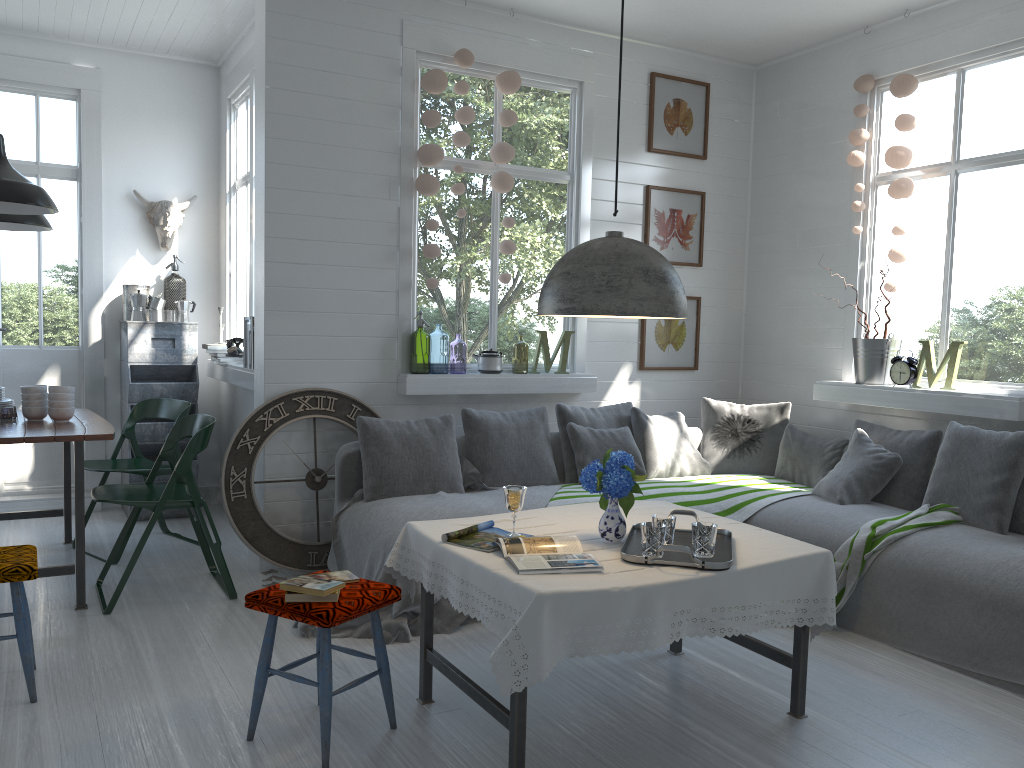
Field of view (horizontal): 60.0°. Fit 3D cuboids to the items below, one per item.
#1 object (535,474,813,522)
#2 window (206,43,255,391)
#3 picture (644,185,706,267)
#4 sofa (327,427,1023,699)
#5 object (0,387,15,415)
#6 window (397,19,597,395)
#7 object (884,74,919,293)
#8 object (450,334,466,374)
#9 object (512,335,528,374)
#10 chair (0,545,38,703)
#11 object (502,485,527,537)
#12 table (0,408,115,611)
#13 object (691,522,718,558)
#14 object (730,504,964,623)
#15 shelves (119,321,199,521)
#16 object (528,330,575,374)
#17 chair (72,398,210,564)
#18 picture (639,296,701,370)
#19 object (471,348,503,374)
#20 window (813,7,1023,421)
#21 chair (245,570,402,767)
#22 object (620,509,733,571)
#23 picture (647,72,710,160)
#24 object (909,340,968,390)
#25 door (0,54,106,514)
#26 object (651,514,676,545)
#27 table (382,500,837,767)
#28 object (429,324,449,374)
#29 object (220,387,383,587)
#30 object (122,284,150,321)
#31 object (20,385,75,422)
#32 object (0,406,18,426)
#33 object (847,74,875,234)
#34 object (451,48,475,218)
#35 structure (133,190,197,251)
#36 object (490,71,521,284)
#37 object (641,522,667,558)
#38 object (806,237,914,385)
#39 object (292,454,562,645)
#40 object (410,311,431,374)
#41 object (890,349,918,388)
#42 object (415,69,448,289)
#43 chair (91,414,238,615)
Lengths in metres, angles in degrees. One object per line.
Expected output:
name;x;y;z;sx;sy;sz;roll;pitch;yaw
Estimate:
object;0.570;0.891;5.471;3.164;0.474;1.042;0;4;-28
window;-1.908;-1.203;6.386;0.254;2.401;1.870;-1;5;-29
picture;1.255;-1.209;6.829;0.555;0.581;0.036;-1;5;-29
sofa;1.161;0.879;4.729;3.394;0.900;3.403;-1;4;-29
object;-3.099;0.116;5.215;0.305;0.195;0.300;2;4;7
window;-0.064;-1.137;6.088;1.482;2.401;0.253;-1;5;-29
object;2.550;-1.320;5.851;0.196;1.428;0.200;2;5;12
object;-0.363;-0.201;5.975;0.111;0.270;0.110;1;4;-11
object;0.059;-0.205;6.218;0.111;0.270;0.110;1;4;-11
chair;-2.153;0.982;3.586;0.419;0.563;0.419;-1;5;-29
object;0.009;0.499;3.470;0.098;0.192;0.098;1;4;-9
table;-2.995;0.674;5.154;1.171;0.931;1.693;-1;4;-31
object;0.704;0.572;3.250;0.095;0.120;0.095;1;4;-5
object;1.886;0.867;4.822;1.580;0.834;0.621;1;4;-4
shelves;-2.791;0.267;7.011;0.513;1.517;0.678;-1;5;-29
object;0.283;-0.226;6.333;0.330;0.311;0.052;0;5;-19
chair;-2.488;0.617;5.939;0.651;1.008;0.730;5;6;41
picture;1.235;-0.397;6.894;0.555;0.581;0.036;-1;5;-29
object;-0.156;-0.160;6.113;0.208;0.174;0.186;5;5;42
window;2.678;-1.037;5.617;0.378;2.401;1.480;-1;5;-29
chair;-0.700;1.037;3.305;0.419;0.563;0.419;4;5;31
object;0.638;0.586;3.385;0.398;0.092;0.650;2;4;13
picture;1.277;-2.036;6.764;0.555;0.581;0.036;-1;5;-29
object;2.705;-0.118;5.631;0.052;0.311;0.330;-2;5;-39
door;-3.954;-0.723;6.671;1.609;3.485;0.253;-1;5;-29
object;0.576;0.561;3.377;0.095;0.120;0.095;-3;6;-44
table;0.400;0.965;3.598;1.670;0.726;1.326;0;4;-28
object;-0.489;-0.233;5.910;0.137;0.335;0.137;0;5;-22
object;-1.170;0.598;5.463;1.111;1.139;0.584;-2;6;-44
object;-3.004;-0.647;7.090;0.205;0.290;0.205;-1;5;-27
object;-2.747;0.112;5.248;0.309;0.217;0.149;2;4;4
object;-2.903;0.180;5.028;0.172;0.098;0.241;0;4;-25
object;2.419;-1.593;6.182;0.152;1.090;0.150;5;6;37
object;-0.322;-1.644;5.852;0.150;1.090;0.152;2;5;7
structure;-2.806;-1.321;7.197;0.491;0.471;0.189;0;5;-26
object;-0.052;-1.398;6.028;0.200;1.428;0.196;0;5;-18
object;0.514;0.569;3.226;0.095;0.120;0.095;1;4;-5
object;2.240;-0.459;5.784;0.634;0.937;0.847;3;4;18
object;-0.434;0.825;5.031;1.212;0.926;1.682;2;4;12
object;-0.601;-0.274;5.825;0.136;0.416;0.136;-1;5;-32
object;2.522;-0.099;5.705;0.075;0.250;0.182;-1;5;-29
object;-0.527;-1.323;5.770;0.197;1.406;0.193;3;5;22
chair;-1.955;0.690;4.973;0.730;1.008;0.650;-1;5;-29
